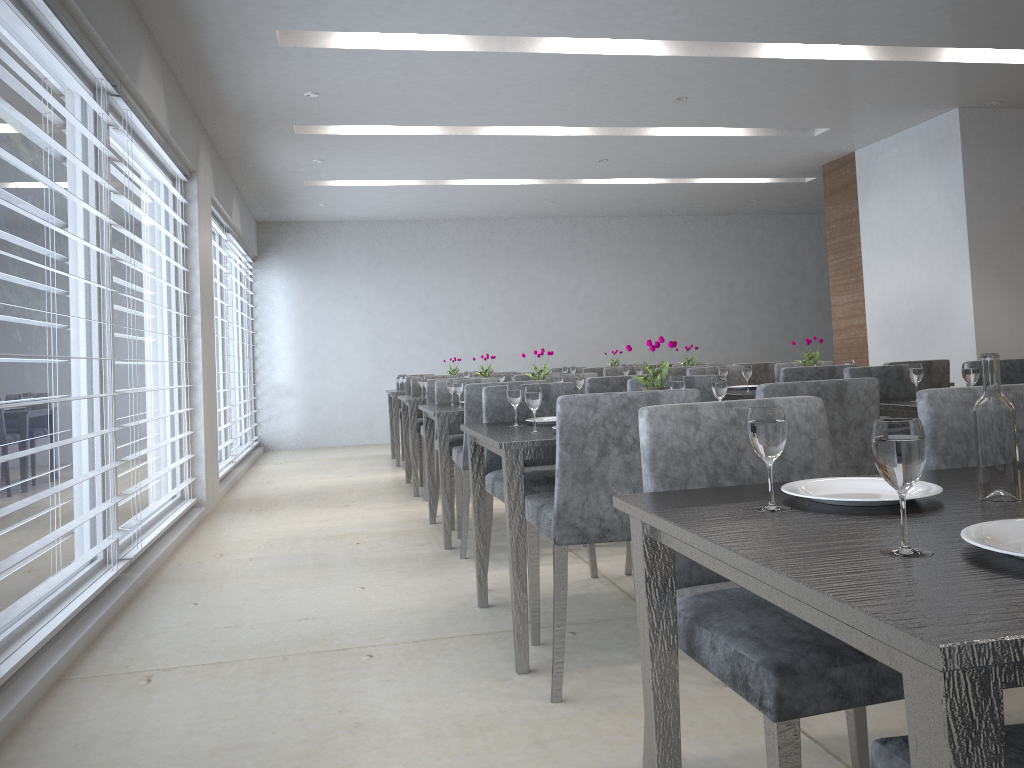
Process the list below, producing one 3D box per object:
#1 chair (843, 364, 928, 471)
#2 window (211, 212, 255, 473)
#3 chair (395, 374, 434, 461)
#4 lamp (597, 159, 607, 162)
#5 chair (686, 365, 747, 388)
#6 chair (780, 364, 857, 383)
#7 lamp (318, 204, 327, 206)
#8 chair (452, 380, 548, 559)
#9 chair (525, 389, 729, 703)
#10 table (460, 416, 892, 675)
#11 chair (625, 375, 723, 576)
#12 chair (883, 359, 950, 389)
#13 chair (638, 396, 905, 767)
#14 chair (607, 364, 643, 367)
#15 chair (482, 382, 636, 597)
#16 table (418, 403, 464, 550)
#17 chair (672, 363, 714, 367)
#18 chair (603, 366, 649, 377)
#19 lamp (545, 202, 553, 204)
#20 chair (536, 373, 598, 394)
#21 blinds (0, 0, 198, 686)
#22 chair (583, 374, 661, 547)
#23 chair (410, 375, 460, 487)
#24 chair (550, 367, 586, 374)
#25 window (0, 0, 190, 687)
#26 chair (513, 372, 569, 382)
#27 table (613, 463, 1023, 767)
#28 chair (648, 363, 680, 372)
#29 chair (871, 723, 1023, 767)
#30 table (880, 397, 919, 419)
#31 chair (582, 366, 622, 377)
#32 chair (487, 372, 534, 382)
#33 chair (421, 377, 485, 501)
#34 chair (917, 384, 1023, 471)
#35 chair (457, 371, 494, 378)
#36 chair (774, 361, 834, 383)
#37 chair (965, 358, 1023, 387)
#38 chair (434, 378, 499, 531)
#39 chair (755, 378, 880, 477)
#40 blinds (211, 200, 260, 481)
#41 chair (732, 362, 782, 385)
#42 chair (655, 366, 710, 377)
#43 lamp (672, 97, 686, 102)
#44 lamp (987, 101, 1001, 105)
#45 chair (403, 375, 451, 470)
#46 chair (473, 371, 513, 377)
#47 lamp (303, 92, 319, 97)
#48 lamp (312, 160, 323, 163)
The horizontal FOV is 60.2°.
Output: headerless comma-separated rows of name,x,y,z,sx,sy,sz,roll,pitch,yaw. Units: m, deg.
chair,1.635,0.307,3.470,0.477,0.765,0.490,-2,-2,-16
window,-2.551,-0.321,7.819,0.159,2.077,3.651,-2,0,-11
chair,-0.848,0.296,8.253,0.477,0.765,0.490,-2,-2,-16
lamp,0.756,-1.881,7.443,0.089,0.007,0.089,-2,2,34
chair,1.310,0.278,5.128,0.477,0.765,0.490,-2,-2,-16
chair,1.457,0.290,4.421,0.477,0.765,0.491,-2,-2,-6
lamp,-1.907,-1.795,8.887,0.089,0.007,0.089,-2,2,34
chair,-0.031,0.367,4.127,0.477,0.765,0.491,-2,-2,-6
chair,0.294,0.396,2.468,0.477,0.765,0.491,-2,-2,-6
table,0.487,0.439,2.876,1.189,0.636,0.775,-3,0,-11
chair,0.683,0.357,3.273,0.477,0.765,0.491,-2,-2,-6
chair,1.963,0.262,4.580,0.477,0.765,0.490,-2,-2,-16
chair,0.491,0.415,1.417,0.477,0.765,0.490,-2,-2,-16
chair,1.177,0.191,8.646,0.477,0.765,0.491,-2,-2,-6
chair,0.147,0.384,3.175,0.477,0.765,0.490,-2,-2,-16
table,0.162,0.410,4.535,1.189,0.636,0.775,-3,0,-11
chair,1.518,0.221,6.902,0.477,0.765,0.491,-2,-2,-6
chair,0.982,0.249,6.804,0.477,0.765,0.490,-2,-2,-16
lamp,0.384,-1.914,9.341,0.089,0.007,0.089,-2,2,34
chair,0.358,0.328,4.932,0.477,0.765,0.491,-2,-2,-6
blinds,-1.296,-0.250,1.953,0.045,2.046,7.083,-2,1,-11
chair,0.474,0.340,4.285,0.477,0.765,0.490,-2,-2,-16
chair,-0.506,0.326,6.509,0.477,0.765,0.490,-2,-2,-16
chair,0.641,0.218,8.548,0.477,0.765,0.490,-2,-2,-16
window,-1.400,-0.218,1.942,0.159,2.076,7.088,-2,1,-11
chair,0.146,0.310,5.961,0.477,0.765,0.490,-2,-2,-16
table,0.831,0.470,1.118,1.189,0.636,0.775,-3,0,-11
chair,1.293,0.203,8.000,0.477,0.765,0.490,-2,-2,-16
chair,0.638,0.427,0.710,0.477,0.765,0.491,-2,-2,-6
table,1.975,0.362,3.171,1.189,0.636,0.775,-3,0,-11
chair,0.788,0.230,7.841,0.477,0.765,0.491,-2,-2,-6
chair,0.030,0.298,6.607,0.477,0.765,0.491,-2,-2,-6
chair,-0.359,0.338,5.802,0.477,0.765,0.491,-2,-2,-6
chair,1.027,0.388,1.515,0.477,0.765,0.491,-2,-2,-6
chair,-0.311,0.268,8.351,0.477,0.765,0.491,-2,-2,-6
chair,1.846,0.251,5.226,0.477,0.765,0.491,-2,-2,-6
chair,2.171,0.280,3.568,0.477,0.765,0.491,-2,-2,-6
chair,-0.178,0.355,4.834,0.477,0.765,0.490,-2,-2,-16
chair,0.799,0.369,2.627,0.477,0.765,0.490,-2,-2,-16
blinds,-2.451,-0.353,7.850,0.045,2.048,3.643,-2,0,-11
chair,1.635,0.233,6.256,0.477,0.765,0.490,-2,-2,-16
chair,1.129,0.261,6.097,0.477,0.765,0.491,-2,-2,-6
lamp,1.088,-1.851,5.748,0.089,0.007,0.089,-2,2,34
lamp,3.380,-1.970,6.202,0.089,0.007,0.089,-2,2,34
chair,-0.701,0.308,7.546,0.477,0.765,0.491,-2,-2,-6
chair,-0.195,0.280,7.705,0.477,0.765,0.490,-2,-2,-16
lamp,-1.203,-1.732,5.294,0.089,0.007,0.089,-2,2,34
lamp,-1.535,-1.762,6.989,0.089,0.007,0.089,-2,2,34
